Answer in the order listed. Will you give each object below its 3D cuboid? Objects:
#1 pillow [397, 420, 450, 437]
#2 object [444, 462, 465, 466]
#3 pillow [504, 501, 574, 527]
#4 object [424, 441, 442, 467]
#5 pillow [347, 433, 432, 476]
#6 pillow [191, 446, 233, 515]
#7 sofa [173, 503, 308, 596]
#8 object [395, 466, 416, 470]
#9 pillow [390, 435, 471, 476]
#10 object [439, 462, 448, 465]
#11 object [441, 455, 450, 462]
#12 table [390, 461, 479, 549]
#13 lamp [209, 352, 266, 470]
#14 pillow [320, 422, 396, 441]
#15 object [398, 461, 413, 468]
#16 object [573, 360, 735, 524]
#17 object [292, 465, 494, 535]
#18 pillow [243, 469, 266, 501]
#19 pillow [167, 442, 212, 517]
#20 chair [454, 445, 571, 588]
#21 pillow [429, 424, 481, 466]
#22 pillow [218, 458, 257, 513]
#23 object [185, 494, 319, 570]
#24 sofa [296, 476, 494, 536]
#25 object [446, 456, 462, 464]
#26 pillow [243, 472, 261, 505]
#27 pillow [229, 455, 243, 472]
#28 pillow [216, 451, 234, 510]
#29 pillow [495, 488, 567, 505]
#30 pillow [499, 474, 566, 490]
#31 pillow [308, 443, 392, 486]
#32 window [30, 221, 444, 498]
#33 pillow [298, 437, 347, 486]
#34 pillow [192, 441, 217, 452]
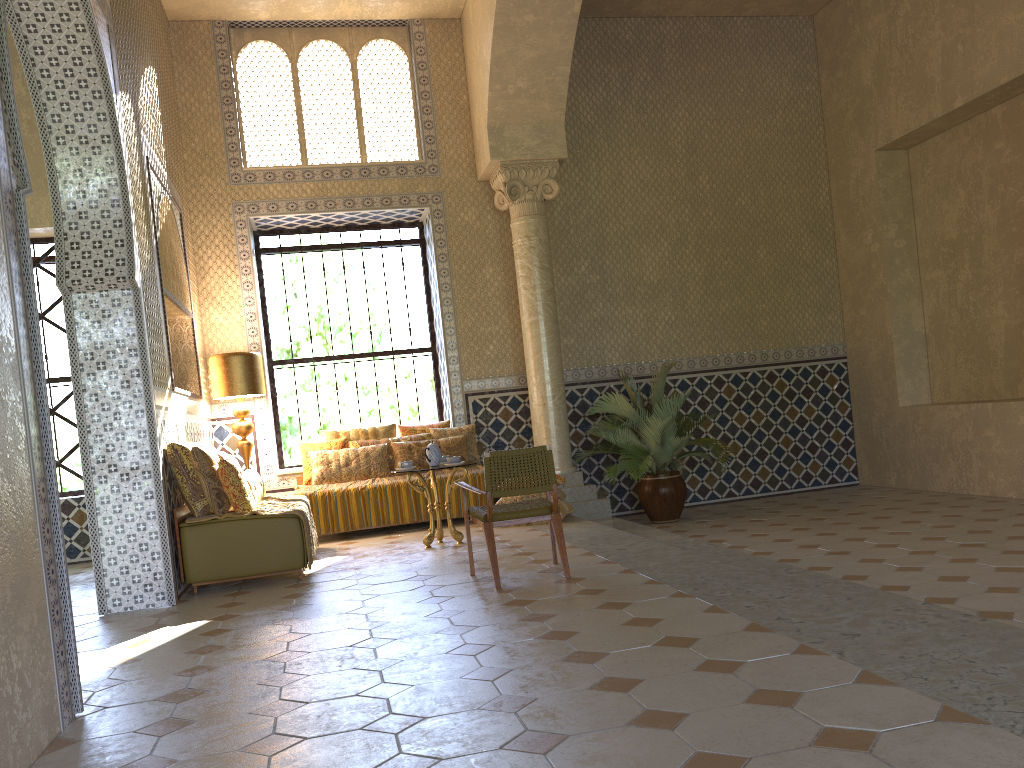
[{"bbox_3d":[-1.345,1.003,14.039,0.854,0.801,0.393,-6,0,-12],"label":"pillow"},{"bbox_3d":[-0.699,0.973,10.758,0.255,0.032,0.256,-5,-2,-16],"label":"object"},{"bbox_3d":[0.315,1.823,12.487,0.992,0.368,1.041,-6,-2,13],"label":"pillow"},{"bbox_3d":[-0.982,0.866,11.026,0.272,0.324,0.199,-6,0,-23],"label":"object"},{"bbox_3d":[-1.846,1.119,13.627,1.339,0.616,0.370,-6,0,-12],"label":"pillow"},{"bbox_3d":[-3.246,1.051,9.615,0.383,0.781,0.835,-6,-1,-12],"label":"pillow"},{"bbox_3d":[-3.069,1.761,10.512,1.272,0.938,2.854,-6,-2,-12],"label":"sofa"},{"bbox_3d":[-1.309,1.042,10.916,0.255,0.032,0.256,-5,-2,-33],"label":"object"},{"bbox_3d":[-1.232,1.106,13.535,1.190,0.547,0.329,-6,0,-12],"label":"pillow"},{"bbox_3d":[-0.880,1.014,11.369,0.255,0.032,0.256,-5,-2,-33],"label":"object"},{"bbox_3d":[-0.883,0.976,11.367,0.183,0.100,0.183,-5,-2,-23],"label":"object"},{"bbox_3d":[-0.909,1.511,10.998,1.102,0.981,1.099,-6,-1,17],"label":"table"},{"bbox_3d":[-3.862,0.969,12.840,0.734,2.816,0.738,-7,1,-43],"label":"lamp"},{"bbox_3d":[-2.343,1.069,13.764,1.191,0.833,0.422,-6,0,-12],"label":"pillow"},{"bbox_3d":[-1.312,1.005,10.914,0.183,0.100,0.183,-5,-2,-31],"label":"object"},{"bbox_3d":[2.345,0.881,13.681,2.635,2.504,2.169,-6,0,-25],"label":"object"},{"bbox_3d":[-1.815,1.724,13.316,2.882,0.718,1.316,-6,-1,-12],"label":"object"},{"bbox_3d":[-3.285,1.308,11.236,0.271,0.451,0.984,-6,-2,-12],"label":"pillow"},{"bbox_3d":[-3.493,1.042,9.791,0.422,0.832,1.194,-6,-1,-12],"label":"pillow"},{"bbox_3d":[0.024,1.198,8.314,0.949,1.210,0.907,-6,0,-12],"label":"chair"},{"bbox_3d":[-0.883,0.995,13.855,0.740,0.694,0.341,-6,0,-12],"label":"pillow"},{"bbox_3d":[-2.952,1.113,9.532,0.344,0.652,0.685,-6,-1,-13],"label":"pillow"},{"bbox_3d":[-3.007,1.745,10.513,1.312,0.718,2.890,-6,-2,-12],"label":"object"},{"bbox_3d":[-1.789,1.733,13.385,2.846,0.938,1.275,-6,-1,-12],"label":"sofa"},{"bbox_3d":[-0.702,0.935,10.757,0.182,0.100,0.184,-6,-1,-16],"label":"object"},{"bbox_3d":[-3.088,1.253,10.321,0.271,0.451,0.984,-6,-2,-12],"label":"pillow"},{"bbox_3d":[-3.490,1.199,11.144,0.313,0.638,0.682,-6,-1,-12],"label":"pillow"},{"bbox_3d":[-3.324,1.122,10.359,0.340,0.693,0.742,-6,-1,-12],"label":"pillow"},{"bbox_3d":[0.278,1.623,12.470,0.932,0.347,0.880,-6,-2,8],"label":"pillow"},{"bbox_3d":[0.274,1.414,12.462,0.805,0.311,0.746,-7,-2,22],"label":"pillow"},{"bbox_3d":[-2.423,1.222,13.278,1.190,0.547,0.329,-6,0,-12],"label":"pillow"},{"bbox_3d":[-5.363,-0.409,14.003,8.470,3.994,0.574,-6,1,-16],"label":"window"},{"bbox_3d":[-2.834,1.185,13.434,0.740,0.694,0.341,-6,0,-12],"label":"pillow"},{"bbox_3d":[-3.745,1.112,10.960,0.422,0.832,1.194,-6,-1,-12],"label":"pillow"}]
